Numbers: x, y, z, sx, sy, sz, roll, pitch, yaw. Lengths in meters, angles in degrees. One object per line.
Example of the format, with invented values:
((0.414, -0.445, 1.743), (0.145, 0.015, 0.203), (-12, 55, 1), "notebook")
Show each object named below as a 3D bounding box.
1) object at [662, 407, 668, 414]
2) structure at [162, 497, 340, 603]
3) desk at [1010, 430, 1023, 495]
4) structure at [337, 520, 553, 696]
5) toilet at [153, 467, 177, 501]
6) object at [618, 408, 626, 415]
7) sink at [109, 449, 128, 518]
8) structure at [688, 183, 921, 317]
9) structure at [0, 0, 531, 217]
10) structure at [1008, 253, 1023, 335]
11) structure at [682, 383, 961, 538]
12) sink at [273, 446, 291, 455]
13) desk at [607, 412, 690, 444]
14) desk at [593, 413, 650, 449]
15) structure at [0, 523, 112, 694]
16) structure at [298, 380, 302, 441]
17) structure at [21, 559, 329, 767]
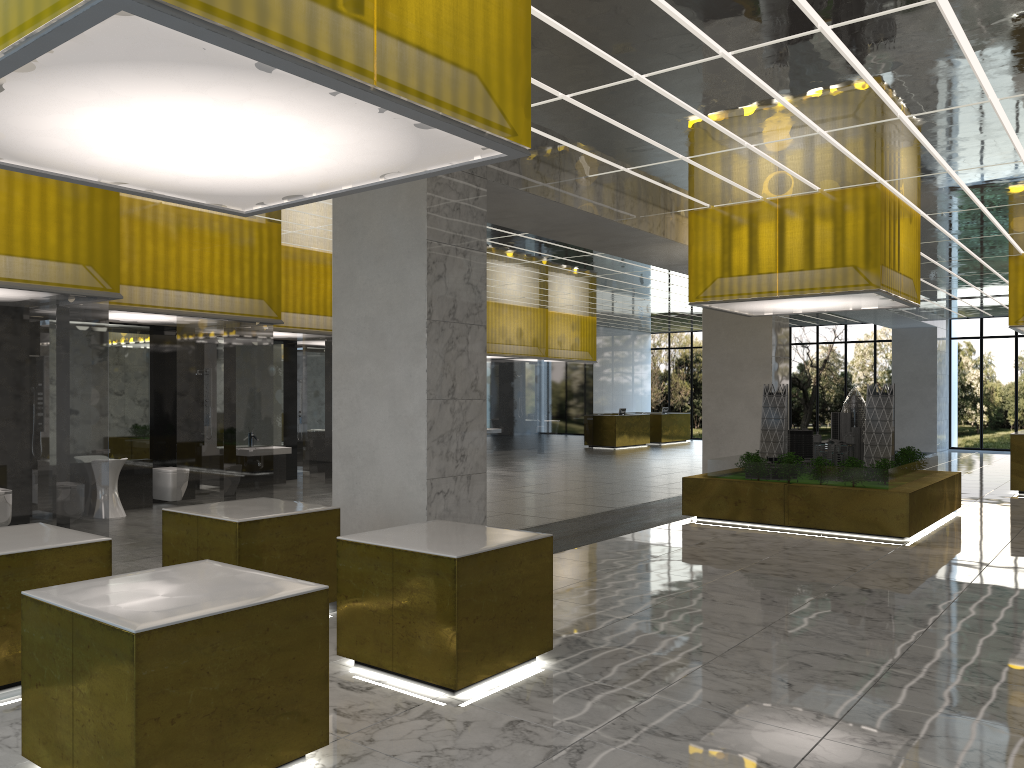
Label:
((7.742, 1.525, 43.679), (0.585, 0.667, 0.704), (0, 0, 37), "object")
((-2.905, 1.969, 9.541), (1.449, 1.173, 1.356), (0, 0, 38), "structure")
((14.606, 1.986, 21.302), (3.415, 1.508, 3.271), (0, -1, 38), "desk")
((-0.595, 1.953, 7.699), (1.449, 1.173, 1.356), (0, 0, 38), "structure")
((-7.487, 2.192, 18.680), (0.891, 0.694, 0.479), (0, 0, 38), "toilet")
((5.037, 1.473, 40.055), (0.585, 0.667, 0.704), (0, 0, 38), "object")
((-7.928, 2.037, 16.835), (0.775, 1.459, 0.636), (0, 0, 38), "sink")
((5.589, -2.616, 16.255), (3.455, 2.269, 3.048), (0, -1, 38), "structure")
((-2.126, -2.767, 5.919), (3.454, 2.269, 3.047), (0, -1, 38), "structure")
((14.579, -2.528, 21.326), (3.454, 2.269, 2.929), (0, -1, 38), "structure")
((6.347, 1.282, 17.191), (4.111, 2.571, 4.834), (0, -1, 38), "structure")
((-6.434, 1.632, 21.760), (0.929, 1.053, 1.302), (0, 0, 37), "sink")
((6.986, 2.250, 44.259), (3.415, 1.508, 3.271), (0, -1, 38), "desk")
((4.305, 2.197, 40.666), (3.415, 1.508, 3.271), (0, -1, 38), "desk")
((-4.489, 1.938, 7.419), (1.449, 1.173, 1.356), (0, 0, 38), "structure")
((-6.522, 0.798, 25.754), (0.239, 1.853, 0.424), (0, 0, 29), "structure")
((-2.182, 1.922, 5.572), (1.449, 1.173, 1.356), (0, 0, 38), "structure")
